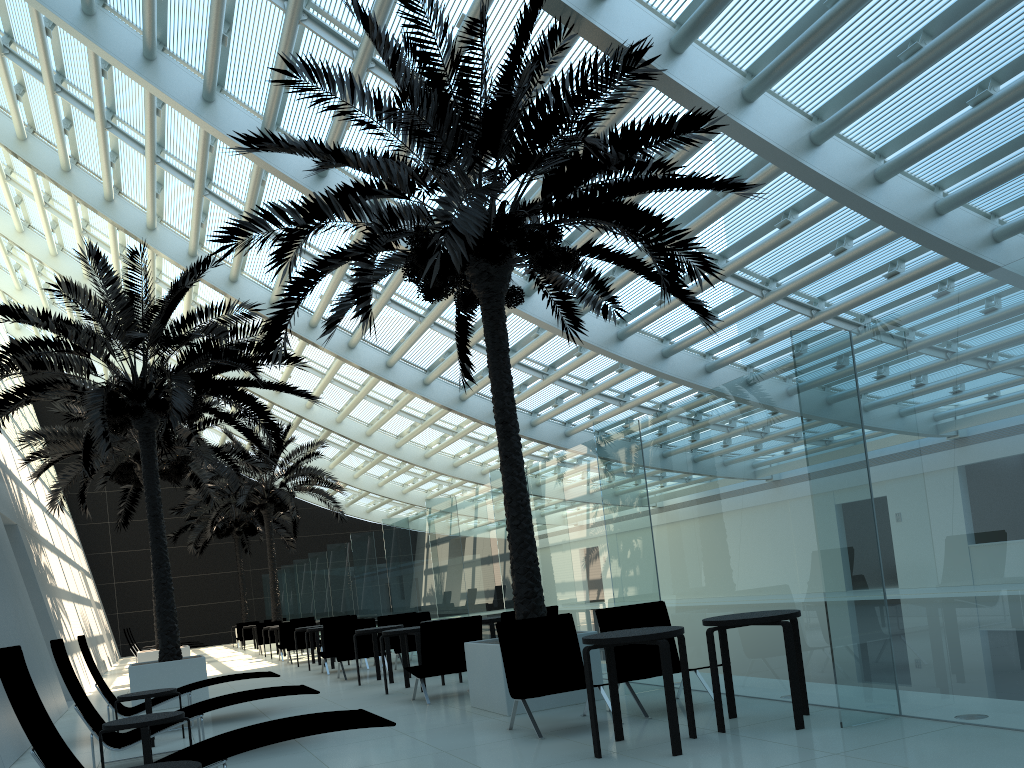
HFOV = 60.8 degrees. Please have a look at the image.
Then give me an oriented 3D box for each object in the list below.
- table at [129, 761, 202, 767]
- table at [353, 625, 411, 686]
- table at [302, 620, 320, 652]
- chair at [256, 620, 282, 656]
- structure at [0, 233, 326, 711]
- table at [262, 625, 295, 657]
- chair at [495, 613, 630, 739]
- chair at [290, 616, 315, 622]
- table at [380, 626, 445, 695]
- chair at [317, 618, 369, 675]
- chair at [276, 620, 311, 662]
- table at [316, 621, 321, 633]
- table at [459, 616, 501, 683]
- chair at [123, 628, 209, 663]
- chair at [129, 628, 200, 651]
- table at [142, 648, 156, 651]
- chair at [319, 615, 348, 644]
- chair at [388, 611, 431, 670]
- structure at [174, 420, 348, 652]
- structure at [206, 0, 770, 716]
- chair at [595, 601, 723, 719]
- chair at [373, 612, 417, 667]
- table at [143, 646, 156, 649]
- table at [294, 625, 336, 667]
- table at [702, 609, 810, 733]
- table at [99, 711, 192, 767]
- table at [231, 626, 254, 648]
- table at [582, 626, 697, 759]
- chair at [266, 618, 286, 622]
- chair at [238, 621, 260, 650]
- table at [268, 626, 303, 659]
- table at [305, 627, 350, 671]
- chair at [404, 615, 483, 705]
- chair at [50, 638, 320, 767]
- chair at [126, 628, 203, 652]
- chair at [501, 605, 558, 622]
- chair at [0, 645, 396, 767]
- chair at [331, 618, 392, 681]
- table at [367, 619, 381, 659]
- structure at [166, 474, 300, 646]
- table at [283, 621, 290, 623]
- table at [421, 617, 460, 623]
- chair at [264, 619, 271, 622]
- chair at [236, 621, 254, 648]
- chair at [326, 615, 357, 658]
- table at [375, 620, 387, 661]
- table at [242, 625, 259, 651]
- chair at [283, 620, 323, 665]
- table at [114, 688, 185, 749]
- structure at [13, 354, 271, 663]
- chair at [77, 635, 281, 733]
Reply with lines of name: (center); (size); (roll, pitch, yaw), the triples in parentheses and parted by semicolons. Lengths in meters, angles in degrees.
table: (-1.683, 2.037, 3.971); (0.559, 0.506, 0.561); (-9, -9, 19)
table: (-1.849, 3.853, 12.408); (0.685, 0.765, 0.689); (-8, -7, 15)
table: (-5.236, 6.711, 23.236); (0.685, 0.765, 0.689); (-8, -7, 15)
chair: (-6.613, 6.998, 24.056); (0.713, 0.869, 0.911); (-4, -8, -23)
structure: (-5.176, 1.281, 12.698); (4.632, 6.694, 4.373); (-1, -8, -44)
table: (-6.127, 6.727, 22.863); (0.685, 0.765, 0.689); (-8, -7, 15)
chair: (0.402, 2.286, 6.912); (0.713, 0.869, 0.911); (-4, -8, -23)
chair: (-5.756, 6.982, 24.414); (0.713, 0.869, 0.911); (-4, -8, -23)
table: (-1.242, 3.440, 10.902); (0.686, 0.765, 0.687); (-9, -8, 19)
chair: (-2.976, 4.564, 15.207); (0.713, 0.869, 0.911); (-4, -8, -23)
chair: (-5.122, 6.006, 20.451); (0.713, 0.869, 0.911); (-4, -8, -23)
table: (-4.700, 6.345, 21.902); (0.686, 0.765, 0.687); (-9, -8, 19)
table: (-0.351, 3.424, 11.274); (0.686, 0.765, 0.687); (-9, -8, 19)
chair: (-9.164, 6.949, 23.185); (2.028, 1.133, 0.946); (-2, -8, -23)
chair: (-11.151, 8.284, 28.041); (2.028, 1.133, 0.946); (-2, -8, -23)
table: (-10.015, 7.635, 24.334); (0.559, 0.506, 0.561); (-9, -9, 19)
chair: (-4.265, 5.990, 20.809); (0.713, 0.869, 0.911); (-4, -8, -23)
chair: (-1.482, 4.112, 13.971); (0.713, 0.869, 0.911); (-4, -8, -23)
structure: (-7.393, 4.566, 26.389); (4.799, 6.877, 4.554); (-3, -6, -29)
structure: (-0.109, -0.324, 8.600); (4.816, 6.877, 4.538); (-6, -6, -5)
chair: (1.259, 2.270, 7.270); (0.713, 0.869, 0.911); (-4, -8, -23)
chair: (-2.119, 4.548, 15.565); (0.713, 0.869, 0.911); (-4, -8, -23)
table: (-11.024, 8.312, 26.799); (0.559, 0.506, 0.561); (-9, -9, 19)
table: (-3.994, 5.295, 17.652); (0.685, 0.765, 0.689); (-8, -7, 15)
table: (1.741, 2.024, 6.186); (0.688, 0.765, 0.686); (-10, -8, 24)
table: (-2.661, 2.695, 6.362); (0.559, 0.506, 0.561); (-9, -9, 19)
table: (-9.879, 9.242, 32.008); (0.688, 0.765, 0.686); (-10, -8, 24)
table: (0.850, 2.041, 5.814); (0.688, 0.765, 0.686); (-10, -8, 24)
chair: (-7.920, 8.436, 29.703); (0.713, 0.869, 0.911); (-4, -8, -23)
chair: (-8.778, 8.452, 29.345); (0.713, 0.869, 0.911); (-4, -8, -23)
table: (-5.591, 6.362, 21.530); (0.686, 0.765, 0.687); (-9, -8, 19)
table: (-3.445, 4.920, 16.286); (0.686, 0.765, 0.687); (-9, -8, 19)
chair: (-0.773, 3.084, 9.823); (0.713, 0.869, 0.911); (-4, -8, -23)
chair: (-2.788, 2.666, 7.603); (2.028, 1.133, 0.946); (-2, -8, -23)
chair: (-10.143, 7.606, 25.576); (2.028, 1.133, 0.946); (-2, -8, -23)
chair: (0.084, 3.068, 10.181); (0.713, 0.869, 0.911); (-4, -8, -23)
chair: (-1.810, 2.009, 5.213); (2.028, 1.133, 0.946); (-2, -8, -23)
chair: (-2.340, 4.128, 13.612); (0.713, 0.869, 0.911); (-4, -8, -23)
table: (-3.103, 5.278, 18.024); (0.685, 0.765, 0.689); (-8, -7, 15)
structure: (-10.466, 6.646, 33.968); (4.447, 6.876, 4.916); (-1, -8, -44)
table: (-7.391, 8.158, 28.502); (0.685, 0.765, 0.689); (-8, -7, 15)
table: (-0.957, 3.837, 12.780); (0.685, 0.765, 0.689); (-8, -7, 15)
chair: (-8.553, 8.870, 31.287); (0.713, 0.869, 0.911); (-4, -8, -23)
chair: (-9.410, 8.886, 30.929); (0.713, 0.869, 0.911); (-4, -8, -23)
chair: (-3.633, 5.556, 19.226); (0.713, 0.869, 0.911); (-4, -8, -23)
table: (-2.554, 4.904, 16.658); (0.686, 0.765, 0.687); (-9, -8, 19)
table: (-8.282, 8.175, 28.130); (0.685, 0.765, 0.689); (-8, -7, 15)
chair: (-4.490, 5.572, 18.868); (0.713, 0.869, 0.911); (-4, -8, -23)
table: (-3.639, 3.352, 8.752); (0.559, 0.506, 0.561); (-9, -9, 19)
structure: (-7.650, 2.788, 18.197); (4.311, 6.753, 4.701); (-8, -6, 10)
chair: (-3.766, 3.323, 9.994); (2.028, 1.133, 0.946); (-2, -8, -23)
